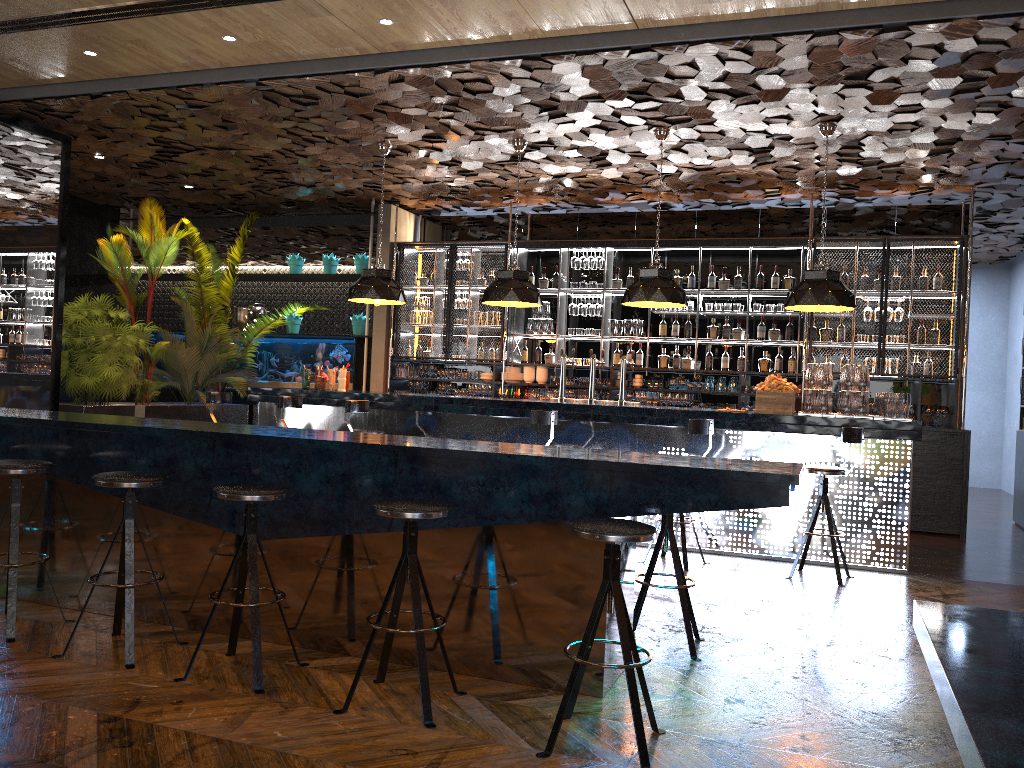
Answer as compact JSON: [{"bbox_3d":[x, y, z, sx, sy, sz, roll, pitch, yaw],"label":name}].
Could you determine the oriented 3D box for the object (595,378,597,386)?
[{"bbox_3d":[1.001,-0.025,10.843,0.093,0.099,0.093,3,0,7],"label":"object"}]

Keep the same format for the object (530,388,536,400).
[{"bbox_3d":[0.256,0.155,10.882,0.082,0.213,0.082,3,0,-41],"label":"object"}]

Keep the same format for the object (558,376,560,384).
[{"bbox_3d":[0.602,-0.042,10.818,0.100,0.100,0.089,3,0,-34],"label":"object"}]

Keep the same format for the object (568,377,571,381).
[{"bbox_3d":[0.682,-0.038,11.025,0.089,0.100,0.100,3,0,13],"label":"object"}]

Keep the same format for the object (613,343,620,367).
[{"bbox_3d":[1.276,-0.349,10.751,0.086,0.299,0.086,3,0,-21],"label":"object"}]

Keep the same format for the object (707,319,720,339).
[{"bbox_3d":[2.350,-0.638,10.364,0.151,0.248,0.094,3,0,9],"label":"object"}]

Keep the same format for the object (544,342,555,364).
[{"bbox_3d":[0.482,-0.376,11.015,0.123,0.279,0.123,3,0,33],"label":"object"}]

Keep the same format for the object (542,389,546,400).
[{"bbox_3d":[0.385,0.161,10.928,0.082,0.213,0.082,3,0,-1],"label":"object"}]

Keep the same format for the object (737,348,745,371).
[{"bbox_3d":[2.654,-0.278,10.249,0.083,0.282,0.083,3,0,5],"label":"object"}]

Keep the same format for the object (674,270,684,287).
[{"bbox_3d":[1.957,-1.228,10.516,0.151,0.248,0.094,3,0,23],"label":"object"}]

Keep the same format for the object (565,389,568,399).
[{"bbox_3d":[0.662,0.172,10.868,0.084,0.216,0.084,3,0,12],"label":"object"}]

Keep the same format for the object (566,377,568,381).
[{"bbox_3d":[0.643,-0.040,10.932,0.100,0.100,0.089,3,0,-28],"label":"object"}]

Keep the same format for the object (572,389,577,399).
[{"bbox_3d":[0.745,0.176,10.845,0.084,0.216,0.084,3,0,-28],"label":"object"}]

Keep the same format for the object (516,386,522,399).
[{"bbox_3d":[0.082,0.139,10.970,0.073,0.229,0.073,3,0,9],"label":"object"}]

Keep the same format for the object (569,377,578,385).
[{"bbox_3d":[0.752,-0.036,10.768,0.109,0.100,0.109,3,0,3],"label":"object"}]

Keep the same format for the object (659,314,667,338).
[{"bbox_3d":[1.803,-0.689,10.569,0.086,0.299,0.086,3,0,-21],"label":"object"}]

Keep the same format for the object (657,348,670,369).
[{"bbox_3d":[1.806,-0.299,10.553,0.151,0.248,0.094,3,0,9],"label":"object"}]

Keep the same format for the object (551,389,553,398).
[{"bbox_3d":[0.477,0.165,10.896,0.082,0.213,0.082,3,0,1],"label":"object"}]

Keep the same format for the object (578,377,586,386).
[{"bbox_3d":[0.851,-0.032,10.729,0.093,0.099,0.093,3,0,36],"label":"object"}]

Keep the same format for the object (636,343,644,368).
[{"bbox_3d":[1.536,-0.338,10.659,0.086,0.298,0.086,3,0,-21],"label":"object"}]

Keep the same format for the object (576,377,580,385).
[{"bbox_3d":[0.805,-0.034,10.918,0.109,0.100,0.109,3,0,3],"label":"object"}]

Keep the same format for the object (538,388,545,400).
[{"bbox_3d":[0.354,0.159,10.846,0.082,0.213,0.082,3,0,-37],"label":"object"}]

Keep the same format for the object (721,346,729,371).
[{"bbox_3d":[2.485,-0.294,10.318,0.086,0.298,0.086,3,0,-21],"label":"object"}]

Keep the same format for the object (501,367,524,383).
[{"bbox_3d":[0.011,-0.117,11.094,0.306,0.195,0.300,3,0,21],"label":"object"}]

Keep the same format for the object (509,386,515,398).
[{"bbox_3d":[-0.008,0.134,11.007,0.073,0.229,0.073,3,0,9],"label":"object"}]

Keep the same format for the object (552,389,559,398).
[{"bbox_3d":[0.527,0.165,10.779,0.084,0.216,0.084,3,0,8],"label":"object"}]

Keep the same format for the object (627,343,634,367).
[{"bbox_3d":[1.433,-0.343,10.721,0.086,0.298,0.086,3,0,-21],"label":"object"}]

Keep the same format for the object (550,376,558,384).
[{"bbox_3d":[0.506,-0.047,10.793,0.100,0.100,0.089,3,0,24],"label":"object"}]

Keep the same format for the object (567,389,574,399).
[{"bbox_3d":[0.700,0.173,10.715,0.084,0.216,0.084,3,0,-28],"label":"object"}]

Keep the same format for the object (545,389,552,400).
[{"bbox_3d":[0.440,0.163,10.813,0.082,0.213,0.082,3,0,-40],"label":"object"}]

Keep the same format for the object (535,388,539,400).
[{"bbox_3d":[0.290,0.156,10.961,0.082,0.213,0.082,3,0,-4],"label":"object"}]

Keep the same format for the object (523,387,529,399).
[{"bbox_3d":[0.172,0.151,10.912,0.082,0.213,0.082,3,0,-41],"label":"object"}]

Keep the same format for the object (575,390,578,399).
[{"bbox_3d":[0.792,0.178,10.970,0.084,0.216,0.084,3,0,42],"label":"object"}]

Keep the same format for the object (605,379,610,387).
[{"bbox_3d":[1.151,-0.016,10.637,0.095,0.096,0.095,3,0,44],"label":"object"}]

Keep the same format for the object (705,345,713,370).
[{"bbox_3d":[2.304,-0.303,10.349,0.086,0.297,0.086,3,0,-36],"label":"object"}]

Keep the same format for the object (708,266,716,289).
[{"bbox_3d":[2.343,-1.236,10.387,0.086,0.298,0.086,3,0,-21],"label":"object"}]

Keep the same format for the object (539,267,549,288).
[{"bbox_3d":[0.399,-1.315,11.063,0.123,0.279,0.123,3,0,8],"label":"object"}]

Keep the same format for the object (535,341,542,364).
[{"bbox_3d":[0.331,-0.393,11.058,0.086,0.297,0.086,3,0,-36],"label":"object"}]

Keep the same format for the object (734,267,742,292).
[{"bbox_3d":[2.624,-1.215,10.277,0.083,0.282,0.083,3,0,20],"label":"object"}]

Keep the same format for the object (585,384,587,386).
[{"bbox_3d":[0.888,-0.030,10.830,0.093,0.099,0.093,3,0,7],"label":"object"}]

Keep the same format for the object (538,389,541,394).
[{"bbox_3d":[0.328,0.158,11.045,0.082,0.213,0.082,3,0,41],"label":"object"}]

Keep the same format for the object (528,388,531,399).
[{"bbox_3d":[0.205,0.153,10.995,0.082,0.213,0.082,3,0,12],"label":"object"}]

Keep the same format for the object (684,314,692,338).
[{"bbox_3d":[2.081,-0.677,10.465,0.086,0.297,0.086,3,0,-21],"label":"object"}]

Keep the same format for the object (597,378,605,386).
[{"bbox_3d":[1.060,-0.021,10.593,0.095,0.096,0.095,3,0,-6],"label":"object"}]

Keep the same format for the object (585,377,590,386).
[{"bbox_3d":[0.930,-0.028,10.650,0.093,0.099,0.093,3,0,39],"label":"object"}]

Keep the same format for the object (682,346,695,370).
[{"bbox_3d":[2.078,-0.302,10.442,0.123,0.279,0.123,3,0,33],"label":"object"}]

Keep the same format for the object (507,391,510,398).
[{"bbox_3d":[-0.050,0.133,11.271,0.073,0.229,0.073,3,0,9],"label":"object"}]

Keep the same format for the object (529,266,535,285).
[{"bbox_3d":[0.246,-1.333,11.166,0.086,0.298,0.086,3,0,-21],"label":"object"}]

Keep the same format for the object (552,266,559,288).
[{"bbox_3d":[0.551,-1.319,11.027,0.086,0.299,0.086,3,0,-21],"label":"object"}]

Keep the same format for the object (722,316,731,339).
[{"bbox_3d":[2.496,-0.649,10.313,0.083,0.282,0.083,3,0,20],"label":"object"}]

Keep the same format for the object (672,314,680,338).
[{"bbox_3d":[1.948,-0.683,10.543,0.086,0.298,0.086,3,0,-21],"label":"object"}]

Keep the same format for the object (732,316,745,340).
[{"bbox_3d":[2.622,-0.641,10.253,0.123,0.279,0.123,3,0,33],"label":"object"}]

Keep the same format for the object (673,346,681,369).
[{"bbox_3d":[1.952,-0.311,10.501,0.083,0.282,0.083,3,0,20],"label":"object"}]

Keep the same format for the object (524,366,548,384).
[{"bbox_3d":[0.291,-0.116,10.958,0.309,0.216,0.149,3,0,17],"label":"object"}]

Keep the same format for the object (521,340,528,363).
[{"bbox_3d":[0.162,-0.400,11.152,0.086,0.299,0.086,3,0,-21],"label":"object"}]

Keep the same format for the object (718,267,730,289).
[{"bbox_3d":[2.468,-1.220,10.319,0.123,0.279,0.123,3,0,9],"label":"object"}]

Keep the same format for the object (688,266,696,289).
[{"bbox_3d":[2.125,-1.245,10.471,0.086,0.298,0.086,3,0,-21],"label":"object"}]
